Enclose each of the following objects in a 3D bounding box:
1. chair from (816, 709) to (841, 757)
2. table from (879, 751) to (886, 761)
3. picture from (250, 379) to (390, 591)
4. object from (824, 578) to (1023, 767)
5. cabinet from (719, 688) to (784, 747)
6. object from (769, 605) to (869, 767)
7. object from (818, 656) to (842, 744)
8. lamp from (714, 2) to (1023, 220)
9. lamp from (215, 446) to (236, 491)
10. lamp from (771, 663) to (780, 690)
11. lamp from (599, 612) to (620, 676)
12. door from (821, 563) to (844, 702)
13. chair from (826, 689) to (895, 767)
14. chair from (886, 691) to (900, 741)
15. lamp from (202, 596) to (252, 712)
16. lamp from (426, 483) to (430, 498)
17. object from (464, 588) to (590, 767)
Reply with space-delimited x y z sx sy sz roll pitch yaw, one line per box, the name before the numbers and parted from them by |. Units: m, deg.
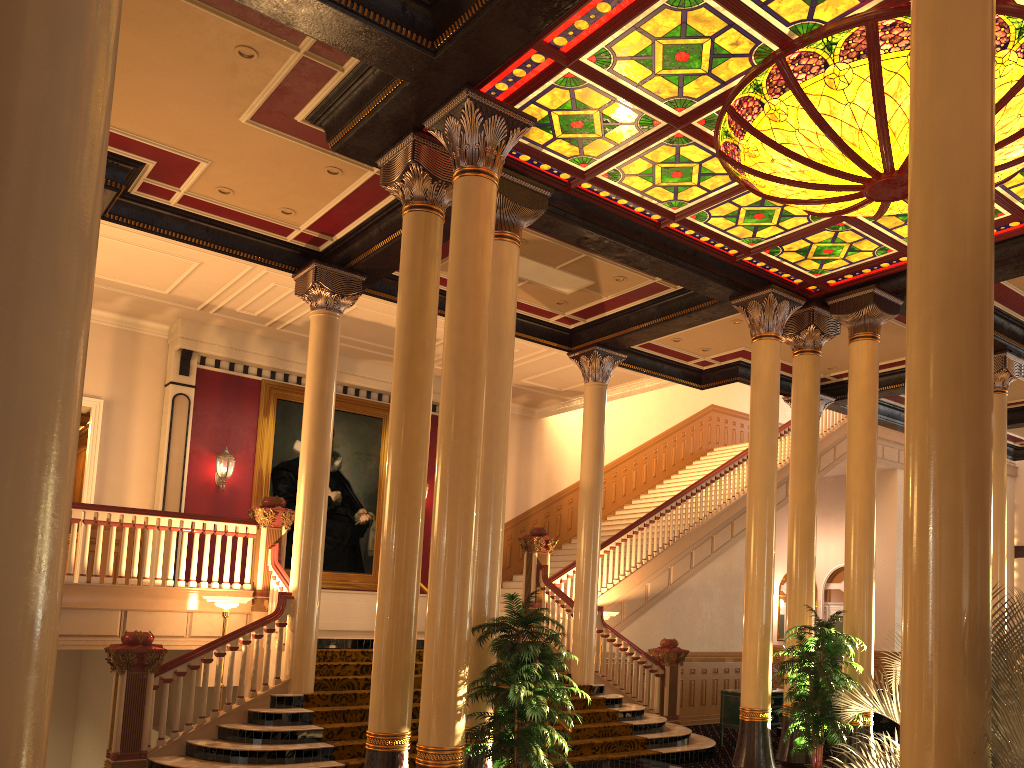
chair | 4.635 5.107 13.134 0.626 0.905 0.717 -1 -10 23
table | 5.278 5.200 12.713 0.478 0.547 0.493 2 -10 3
picture | -3.253 1.849 15.261 2.673 3.396 0.053 9 -8 -38
object | 2.143 1.900 3.925 2.167 2.238 1.779 9 -11 -34
cabinet | 3.867 5.239 13.631 1.319 0.852 0.534 11 -12 -37
object | 3.432 3.554 9.777 1.062 2.118 1.071 1 -7 11
object | 5.204 5.160 14.245 1.003 1.413 1.143 4 -9 -8
lamp | 3.198 -1.923 7.308 3.153 0.592 2.917 14 -19 -38
lamp | -4.637 1.366 13.999 0.333 0.718 0.382 8 -9 -37
lamp | 4.152 4.680 13.932 0.335 0.413 0.309 10 -12 -40
lamp | 1.365 4.575 13.619 0.597 1.981 0.573 4 -6 -19
door | 8.326 6.182 21.574 0.211 3.423 1.430 6 -8 -36
chair | 4.828 4.687 11.865 0.764 1.081 0.734 6 -9 -22
chair | 5.732 5.226 13.445 0.665 0.905 0.675 -1 -9 22
lamp | -3.333 3.438 9.930 0.561 1.981 0.609 -2 -7 34
lamp | -1.731 2.068 16.275 0.333 0.718 0.382 8 -9 -37
object | 0.087 2.741 7.122 1.000 2.117 1.136 -4 -10 41
